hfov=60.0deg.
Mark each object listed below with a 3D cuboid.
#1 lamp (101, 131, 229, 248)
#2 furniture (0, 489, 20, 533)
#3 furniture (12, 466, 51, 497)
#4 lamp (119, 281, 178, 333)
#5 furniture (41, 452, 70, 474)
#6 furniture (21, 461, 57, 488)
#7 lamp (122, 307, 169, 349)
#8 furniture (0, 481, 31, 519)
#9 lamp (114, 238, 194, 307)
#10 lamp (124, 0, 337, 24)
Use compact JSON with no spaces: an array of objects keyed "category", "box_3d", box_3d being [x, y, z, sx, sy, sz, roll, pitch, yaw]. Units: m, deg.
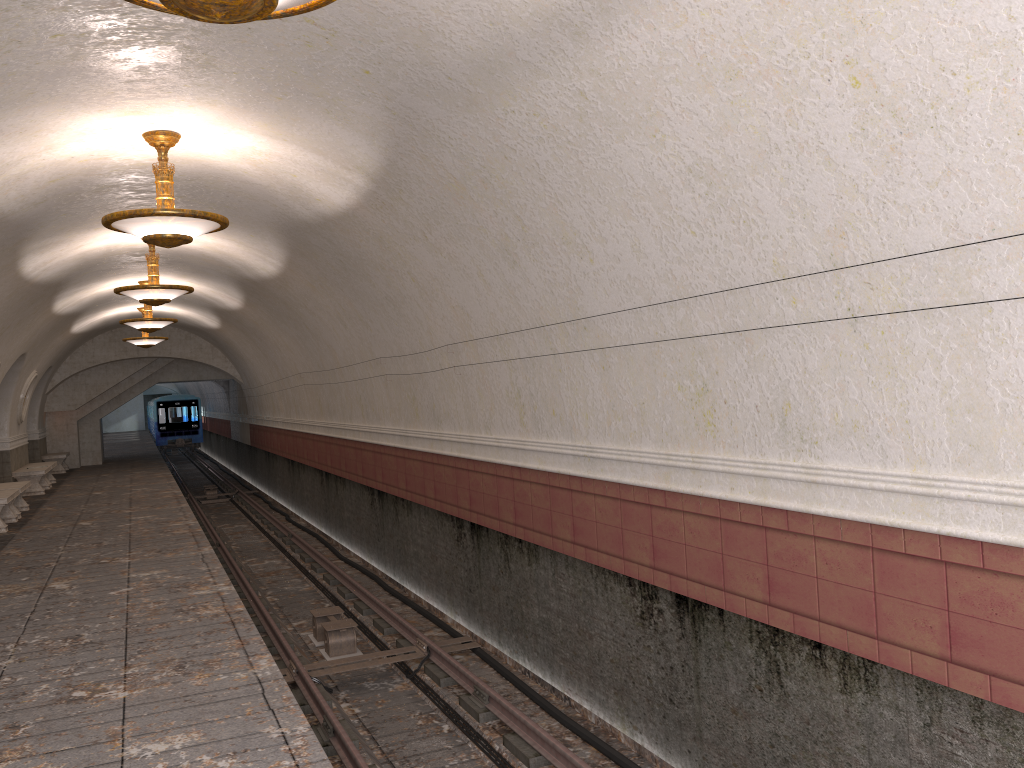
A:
[{"category":"lamp","box_3d":[-2.937,-1.624,7.507,1.008,0.955,1.008,-3,0,-39]},{"category":"furniture","box_3d":[-7.891,1.939,13.452,0.613,0.508,1.509,-3,0,-23]},{"category":"furniture","box_3d":[-10.230,2.069,18.935,0.613,0.508,1.509,-3,0,-23]},{"category":"lamp","box_3d":[-6.726,-1.414,16.388,1.008,0.955,1.008,-3,0,-7]},{"category":"furniture","box_3d":[-12.703,2.206,24.730,0.613,0.508,1.509,-3,0,-23]},{"category":"furniture","box_3d":[-10.890,2.106,20.481,0.613,0.508,1.509,-3,0,-23]},{"category":"lamp","box_3d":[-8.621,-1.308,20.829,1.008,0.955,1.008,-3,0,23]},{"category":"furniture","box_3d":[-8.550,1.976,14.998,0.613,0.508,1.509,-3,0,-23]},{"category":"lamp","box_3d":[-4.832,-1.519,11.948,1.008,0.955,1.008,-3,0,-7]},{"category":"lamp","box_3d":[-1.030,-1.730,3.035,1.008,0.955,1.008,-3,0,-39]}]
